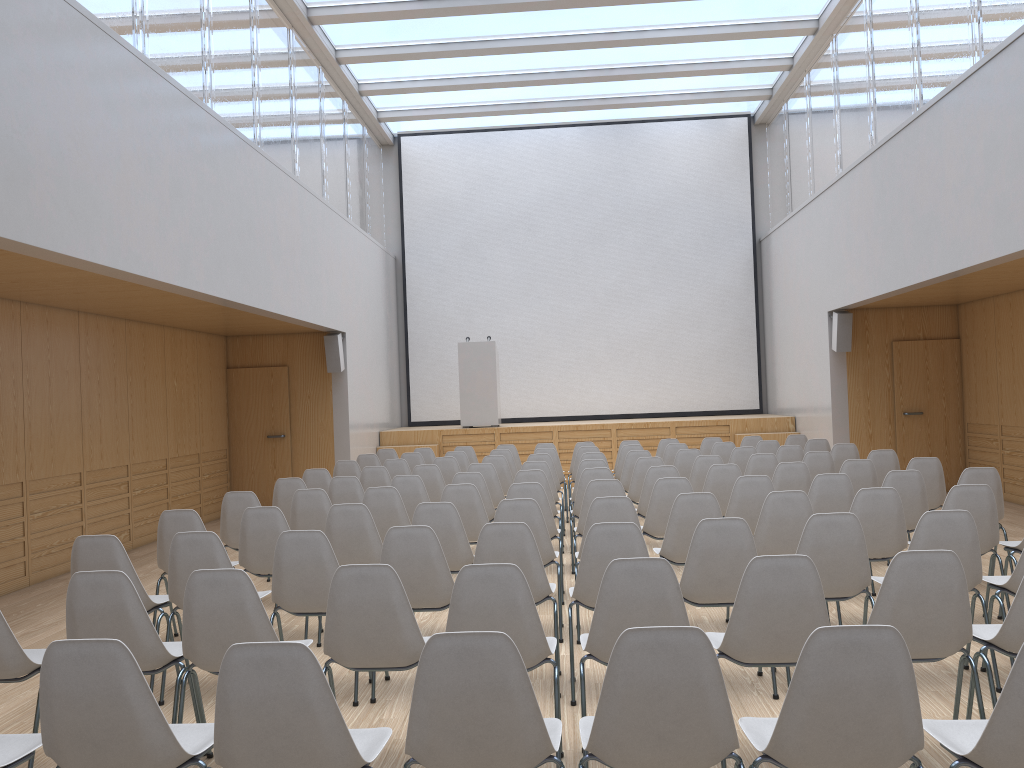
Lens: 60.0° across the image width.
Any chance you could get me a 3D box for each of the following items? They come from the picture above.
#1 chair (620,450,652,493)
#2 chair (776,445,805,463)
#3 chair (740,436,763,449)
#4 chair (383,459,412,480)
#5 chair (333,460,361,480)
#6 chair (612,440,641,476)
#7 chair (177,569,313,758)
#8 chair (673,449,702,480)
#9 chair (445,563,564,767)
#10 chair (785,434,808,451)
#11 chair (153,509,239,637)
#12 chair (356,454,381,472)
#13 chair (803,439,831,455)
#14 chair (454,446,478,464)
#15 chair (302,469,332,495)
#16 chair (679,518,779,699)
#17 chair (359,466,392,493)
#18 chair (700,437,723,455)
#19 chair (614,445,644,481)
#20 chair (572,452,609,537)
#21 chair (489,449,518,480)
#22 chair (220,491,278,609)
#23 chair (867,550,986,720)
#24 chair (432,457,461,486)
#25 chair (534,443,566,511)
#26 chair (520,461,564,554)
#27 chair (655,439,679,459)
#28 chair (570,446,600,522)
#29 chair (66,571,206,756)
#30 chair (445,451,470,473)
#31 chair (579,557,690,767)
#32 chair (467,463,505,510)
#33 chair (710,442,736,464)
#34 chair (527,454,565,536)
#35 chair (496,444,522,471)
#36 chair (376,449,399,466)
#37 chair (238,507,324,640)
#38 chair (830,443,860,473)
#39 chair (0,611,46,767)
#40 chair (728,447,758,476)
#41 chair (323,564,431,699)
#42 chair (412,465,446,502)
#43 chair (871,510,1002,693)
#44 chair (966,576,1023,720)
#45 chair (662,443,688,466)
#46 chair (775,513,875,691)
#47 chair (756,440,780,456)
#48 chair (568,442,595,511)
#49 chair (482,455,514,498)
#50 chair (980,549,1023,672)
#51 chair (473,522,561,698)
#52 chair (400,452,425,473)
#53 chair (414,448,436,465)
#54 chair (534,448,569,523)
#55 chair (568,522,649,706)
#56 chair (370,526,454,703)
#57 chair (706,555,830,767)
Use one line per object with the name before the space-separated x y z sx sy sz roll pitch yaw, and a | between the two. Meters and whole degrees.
chair | 1.356 1.133 9.508 0.479 0.876 0.505 -2 -1 4
chair | 2.912 1.073 9.421 0.479 0.876 0.505 -2 -1 4
chair | 3.061 1.094 11.415 0.479 0.876 0.505 -2 -1 4
chair | -1.201 1.232 9.609 0.479 0.876 0.505 -2 -1 4
chair | -1.736 1.254 9.702 0.479 0.876 0.505 -2 -1 4
chair | 1.524 1.153 11.443 0.479 0.876 0.505 -2 -1 4
chair | -1.091 1.146 3.631 0.479 0.876 0.505 -2 -1 4
chair | 1.862 1.113 9.418 0.479 0.876 0.505 -2 -1 4
chair | -0.051 1.105 3.526 0.479 0.876 0.505 -2 -1 4
chair | 3.602 1.073 11.353 0.479 0.876 0.505 -2 -1 4
chair | -2.007 1.209 5.673 0.479 0.876 0.505 -2 -1 4
chair | -1.677 1.266 10.710 0.479 0.876 0.505 -2 -1 4
chair | 3.503 1.062 10.317 0.479 0.876 0.505 -2 -1 4
chair | -0.584 1.236 11.575 0.479 0.876 0.505 -2 -1 4
chair | -1.825 1.243 8.646 0.479 0.876 0.505 -2 -1 4
chair | 1.033 1.077 4.460 0.479 0.876 0.505 -2 -1 4
chair | -1.278 1.222 8.671 0.479 0.876 0.505 -2 -1 4
chair | 2.556 1.113 11.419 0.479 0.876 0.505 -2 -1 4
chair | 1.424 1.144 10.516 0.479 0.876 0.505 -2 -1 4
chair | 0.873 1.151 9.438 0.479 0.876 0.505 -2 -1 4
chair | -0.103 1.204 10.601 0.479 0.876 0.505 -2 -1 4
chair | -1.948 1.221 6.691 0.479 0.876 0.505 -2 -1 4
chair | 1.536 1.044 3.467 0.479 0.876 0.505 -2 -1 4
chair | -0.680 1.213 9.645 0.479 0.876 0.505 -2 -1 4
chair | 0.456 1.196 11.578 0.479 0.876 0.505 -2 -1 4
chair | 0.247 1.162 8.538 0.479 0.876 0.505 -2 -1 4
chair | 2.022 1.135 11.470 0.479 0.876 0.505 -2 -1 4
chair | 0.918 1.164 10.519 0.479 0.876 0.505 -2 -1 4
chair | -1.574 1.166 3.690 0.479 0.876 0.505 -2 -1 4
chair | -0.627 1.224 10.575 0.479 0.876 0.505 -2 -1 4
chair | 0.503 1.084 3.532 0.479 0.876 0.505 -2 -1 4
chair | -0.259 1.182 8.548 0.479 0.876 0.505 -2 -1 4
chair | 2.458 1.103 10.382 0.479 0.876 0.505 -2 -1 4
chair | 0.319 1.174 9.555 0.479 0.876 0.505 -2 -1 4
chair | -0.044 1.215 11.581 0.479 0.876 0.505 -2 -1 4
chair | -1.589 1.275 11.678 0.479 0.876 0.505 -2 -1 4
chair | -1.494 1.190 5.660 0.479 0.876 0.505 -2 -1 4
chair | 3.451 1.051 9.359 0.479 0.876 0.505 -2 -1 4
chair | -2.109 1.186 3.654 0.479 0.876 0.505 -2 -1 4
chair | 2.438 1.091 9.422 0.479 0.876 0.505 -2 -1 4
chair | -0.529 1.125 3.615 0.479 0.876 0.505 -2 -1 4
chair | -0.780 1.203 8.622 0.479 0.876 0.505 -2 -1 4
chair | 2.086 1.036 4.435 0.479 0.876 0.505 -2 -1 4
chair | 2.051 1.024 3.463 0.479 0.876 0.505 -2 -1 4
chair | 1.930 1.124 10.456 0.479 0.876 0.505 -2 -1 4
chair | 1.568 1.057 4.485 0.479 0.876 0.505 -2 -1 4
chair | 2.970 1.084 10.409 0.479 0.876 0.505 -2 -1 4
chair | 0.958 1.176 11.499 0.479 0.876 0.505 -2 -1 4
chair | -0.155 1.192 9.565 0.479 0.876 0.505 -2 -1 4
chair | 2.601 1.015 4.362 0.479 0.876 0.505 -2 -1 4
chair | -0.001 1.118 4.593 0.479 0.876 0.505 -2 -1 4
chair | -1.151 1.245 10.649 0.479 0.876 0.505 -2 -1 4
chair | -1.103 1.255 11.566 0.479 0.876 0.505 -2 -1 4
chair | 0.416 1.183 10.510 0.479 0.876 0.505 -2 -1 4
chair | 0.516 1.096 4.451 0.479 0.876 0.505 -2 -1 4
chair | -0.468 1.136 4.594 0.479 0.876 0.505 -2 -1 4
chair | 1.013 1.064 3.480 0.479 0.876 0.505 -2 -1 4
